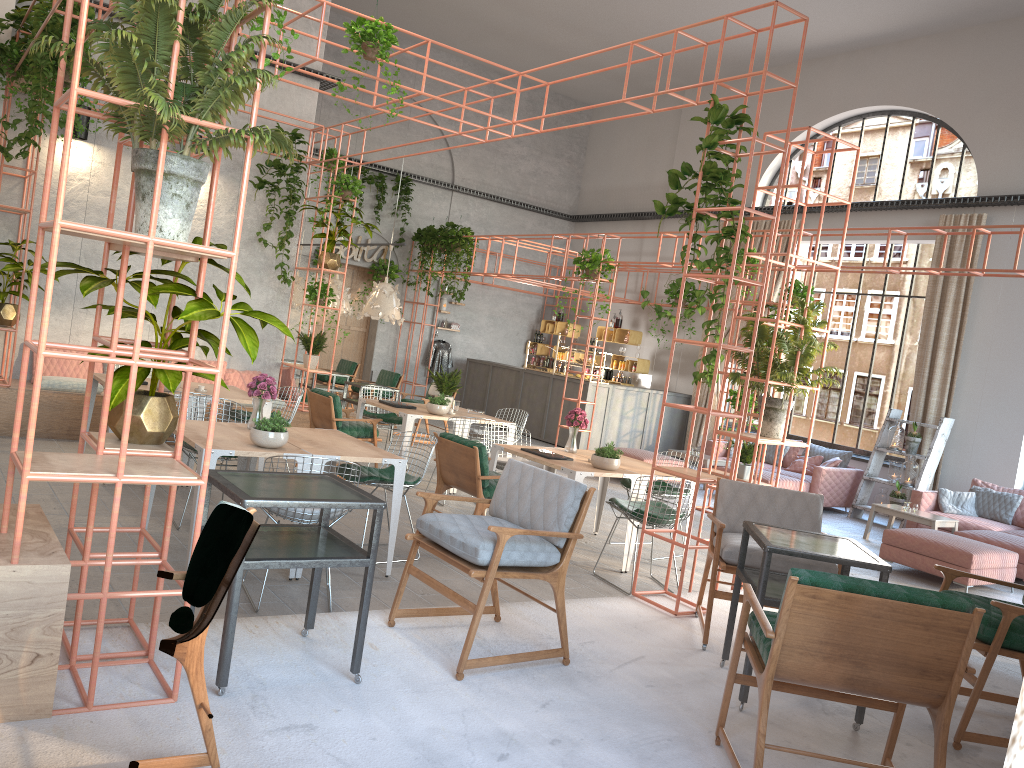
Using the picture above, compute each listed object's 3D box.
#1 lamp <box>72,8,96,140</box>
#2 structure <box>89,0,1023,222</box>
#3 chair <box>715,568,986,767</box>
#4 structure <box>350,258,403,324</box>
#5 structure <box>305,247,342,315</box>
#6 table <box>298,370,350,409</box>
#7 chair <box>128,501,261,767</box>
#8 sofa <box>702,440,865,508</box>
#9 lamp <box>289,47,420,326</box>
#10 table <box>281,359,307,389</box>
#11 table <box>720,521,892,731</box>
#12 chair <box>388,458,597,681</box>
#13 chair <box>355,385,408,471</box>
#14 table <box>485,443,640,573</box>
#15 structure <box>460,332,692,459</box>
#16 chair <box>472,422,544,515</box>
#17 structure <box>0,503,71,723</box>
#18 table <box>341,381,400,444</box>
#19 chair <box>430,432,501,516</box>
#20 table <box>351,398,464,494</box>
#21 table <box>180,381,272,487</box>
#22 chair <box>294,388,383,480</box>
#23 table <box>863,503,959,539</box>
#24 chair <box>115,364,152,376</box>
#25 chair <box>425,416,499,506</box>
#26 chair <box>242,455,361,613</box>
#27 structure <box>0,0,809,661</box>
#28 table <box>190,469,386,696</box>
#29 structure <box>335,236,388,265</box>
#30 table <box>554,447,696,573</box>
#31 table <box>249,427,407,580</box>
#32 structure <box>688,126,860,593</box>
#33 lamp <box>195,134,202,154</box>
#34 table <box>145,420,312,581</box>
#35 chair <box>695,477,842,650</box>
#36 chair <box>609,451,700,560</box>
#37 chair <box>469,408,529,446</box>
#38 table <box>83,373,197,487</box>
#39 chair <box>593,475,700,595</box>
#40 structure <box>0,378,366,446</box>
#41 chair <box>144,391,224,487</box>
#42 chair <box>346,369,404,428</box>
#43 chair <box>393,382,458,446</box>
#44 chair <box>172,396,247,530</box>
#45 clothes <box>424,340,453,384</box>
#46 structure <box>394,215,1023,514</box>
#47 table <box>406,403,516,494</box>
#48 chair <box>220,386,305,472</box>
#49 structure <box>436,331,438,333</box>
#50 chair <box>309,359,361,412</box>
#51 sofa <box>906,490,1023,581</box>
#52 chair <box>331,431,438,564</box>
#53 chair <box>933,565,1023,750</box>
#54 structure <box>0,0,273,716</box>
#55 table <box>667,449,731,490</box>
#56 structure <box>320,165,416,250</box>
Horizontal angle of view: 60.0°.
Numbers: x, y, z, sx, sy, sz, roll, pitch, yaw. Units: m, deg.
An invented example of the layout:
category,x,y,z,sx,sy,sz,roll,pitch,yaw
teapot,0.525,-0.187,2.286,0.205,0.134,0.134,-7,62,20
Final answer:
category,x,y,z,sx,sy,sz,roll,pitch,yaw
lamp,-4.670,-3.412,9.736,0.179,1.425,0.185,7,3,-35
structure,-0.518,-3.531,9.856,15.603,0.110,15.203,7,3,-35
chair,1.252,1.146,3.393,0.722,0.917,0.685,9,3,5
structure,-2.694,-1.997,17.889,0.950,1.527,0.921,7,4,-37
structure,-3.742,-2.138,17.096,0.921,1.527,0.950,9,3,-2
table,-3.084,0.195,14.382,0.635,0.798,0.602,7,3,-35
chair,-0.992,0.845,2.446,0.685,0.929,0.722,7,3,-35
sofa,3.727,1.351,13.352,1.960,0.672,2.219,7,3,-35
lamp,-2.616,-3.104,14.248,0.704,4.052,4.456,7,3,-35
table,-4.069,-0.028,15.817,0.635,0.798,0.602,7,3,-35
table,1.442,1.181,4.438,0.602,0.798,0.635,9,3,5
chair,-0.101,0.879,4.487,0.685,0.929,0.722,7,3,-35
chair,-1.563,0.531,10.741,0.565,0.941,0.717,7,3,-34
table,0.377,1.044,7.590,0.694,0.830,1.205,7,3,-35
structure,1.211,0.057,17.695,2.579,2.022,4.057,7,3,-35
chair,0.014,0.886,8.474,0.565,0.941,0.717,7,3,-34
structure,-4.330,0.154,4.182,3.396,1.111,9.152,7,3,-35
table,-2.100,0.418,12.946,0.635,0.798,0.602,7,3,-35
chair,-0.263,0.909,7.254,0.685,0.917,0.722,7,3,-35
table,-1.197,0.677,9.857,0.694,0.830,1.205,7,3,-35
table,-2.930,0.473,8.641,0.694,0.830,1.214,7,3,-35
chair,-1.839,0.555,9.521,0.685,0.917,0.722,7,3,-35
table,4.813,1.764,10.685,0.520,0.455,0.916,7,3,-35
chair,-3.860,0.261,9.123,0.565,0.941,0.717,7,3,-34
chair,-0.514,0.767,9.227,0.565,0.941,0.717,8,3,-19
chair,-1.277,0.844,5.372,0.565,0.941,0.717,8,3,-19
structure,-3.782,-1.711,10.192,4.501,4.345,14.096,7,4,-36
table,-1.010,0.835,3.868,0.635,0.798,0.602,7,3,-35
structure,-3.040,-2.666,17.430,1.312,0.505,0.063,7,3,-35
table,0.942,1.110,7.993,0.694,0.830,1.214,7,3,-35
table,-1.397,0.819,6.403,0.694,0.830,1.214,7,3,-35
structure,2.000,-0.071,6.797,0.624,3.602,0.424,7,3,-35
lamp,-3.687,-3.296,10.428,0.179,1.425,0.185,7,3,-35
table,-1.960,0.753,6.001,0.694,0.830,1.205,7,3,-35
chair,1.523,1.095,5.281,0.722,0.914,0.685,9,3,5
chair,1.349,1.099,8.293,0.717,0.941,0.565,6,4,-39
chair,-0.227,0.744,10.560,0.717,0.941,0.565,6,4,-39
table,-3.495,0.406,8.239,0.694,0.830,1.205,7,3,-35
chair,1.062,1.122,6.960,0.565,0.941,0.717,8,3,-19
structure,-5.315,0.095,12.514,4.386,0.500,5.831,7,3,-35
chair,-2.812,0.497,7.609,0.565,0.941,0.717,8,3,-19
chair,-2.320,0.217,14.918,0.685,0.930,0.722,7,3,-35
chair,-1.327,0.441,13.469,0.685,0.929,0.722,7,3,-35
chair,-2.326,0.608,6.886,0.565,0.941,0.717,7,3,-34
clothes,-1.515,-0.427,18.693,0.366,0.997,0.625,11,3,35
structure,3.171,-0.236,13.243,4.157,4.247,14.689,7,3,-35
table,-0.632,0.743,10.259,0.694,0.830,1.214,7,3,-35
chair,-2.525,0.474,8.943,0.717,0.941,0.565,6,4,-39
structure,-1.562,-1.088,18.654,0.066,0.044,0.019,7,3,-35
chair,-3.293,-0.003,16.335,0.685,0.930,0.722,7,3,-35
sofa,5.710,1.800,10.460,1.960,0.672,2.219,7,3,-35
chair,-0.990,0.821,6.705,0.717,0.941,0.565,6,4,-39
chair,2.485,1.285,4.414,0.685,0.914,0.722,9,3,5
structure,-1.248,-0.590,3.222,0.748,3.623,0.722,7,3,-35
table,2.831,1.312,13.576,0.520,0.455,0.916,7,3,-35
structure,-2.849,-3.480,17.304,1.939,1.514,0.856,6,4,-41
